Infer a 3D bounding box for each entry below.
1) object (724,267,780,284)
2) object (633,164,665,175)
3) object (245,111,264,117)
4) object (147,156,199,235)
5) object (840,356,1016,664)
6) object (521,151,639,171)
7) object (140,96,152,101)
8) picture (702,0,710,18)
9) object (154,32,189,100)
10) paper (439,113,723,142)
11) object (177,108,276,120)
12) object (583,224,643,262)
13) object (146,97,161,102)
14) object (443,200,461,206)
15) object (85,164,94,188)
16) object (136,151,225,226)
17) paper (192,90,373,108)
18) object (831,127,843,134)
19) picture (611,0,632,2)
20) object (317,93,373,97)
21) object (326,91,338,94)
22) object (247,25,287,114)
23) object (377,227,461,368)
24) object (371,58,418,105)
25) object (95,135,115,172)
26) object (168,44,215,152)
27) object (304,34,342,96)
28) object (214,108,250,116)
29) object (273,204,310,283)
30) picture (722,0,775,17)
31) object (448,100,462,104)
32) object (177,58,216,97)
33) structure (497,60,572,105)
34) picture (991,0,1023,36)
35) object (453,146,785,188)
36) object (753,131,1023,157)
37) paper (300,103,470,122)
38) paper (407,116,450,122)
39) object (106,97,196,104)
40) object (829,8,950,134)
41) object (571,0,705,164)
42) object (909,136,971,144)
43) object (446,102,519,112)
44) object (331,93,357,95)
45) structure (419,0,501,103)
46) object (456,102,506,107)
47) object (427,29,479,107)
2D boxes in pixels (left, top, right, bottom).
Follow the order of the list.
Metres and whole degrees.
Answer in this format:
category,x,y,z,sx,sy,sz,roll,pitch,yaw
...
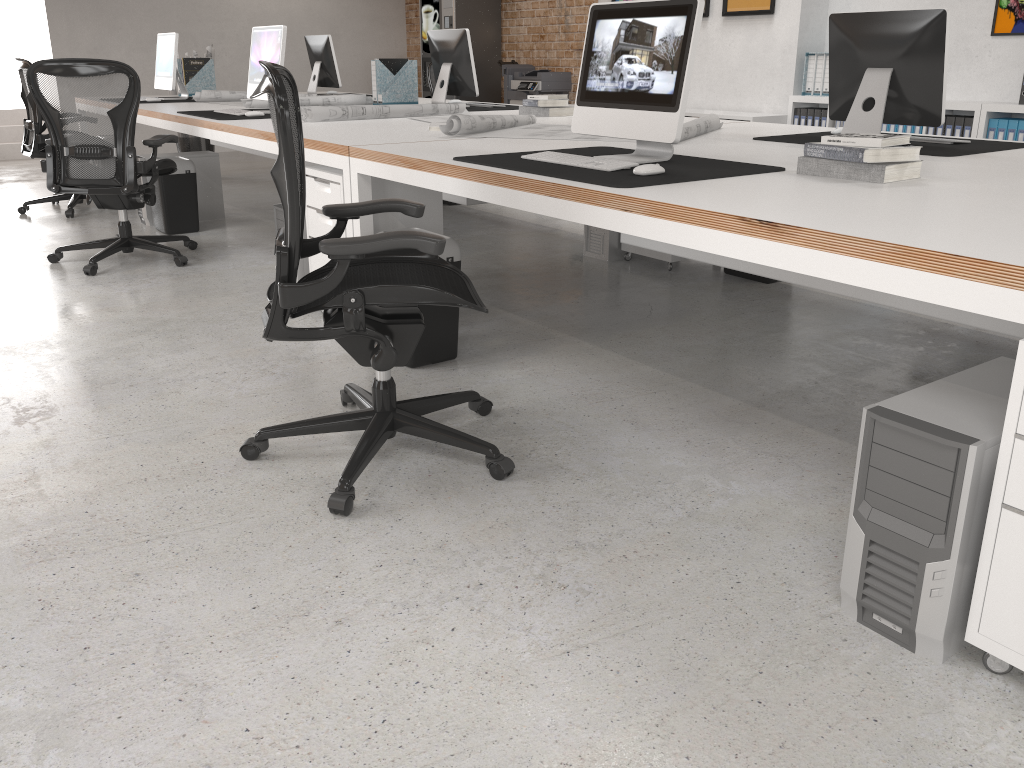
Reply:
category,x,y,z,sx,sy,sz,roll,pitch,yaw
object,1.289,-0.781,4.562,0.252,0.459,0.342,-13,23,-34
object,0.389,-0.607,2.501,0.107,0.028,0.059,-15,25,-35
object,-1.421,-1.493,4.892,0.107,0.028,0.059,-15,25,-35
object,-2.209,-1.229,5.763,0.252,0.459,0.342,-13,23,-34
object,0.947,0.237,1.829,0.544,0.448,0.223,-14,23,-34
object,0.203,-0.696,2.760,0.119,0.017,0.443,-14,24,-33
object,-2.810,-2.172,6.741,0.119,0.017,0.443,-14,24,-33
picture,1.538,-3.537,7.727,0.042,0.643,0.530,-12,22,-33
object,-2.615,-2.429,6.775,0.190,0.478,0.488,-13,23,-33
paper,0.350,-1.161,3.956,1.076,0.104,0.989,7,21,17
object,-1.507,-1.587,5.201,0.691,0.008,0.857,-14,24,-33
object,0.694,-0.982,5.122,0.546,0.448,0.223,-14,23,-34
object,-2.625,-2.083,6.482,0.107,0.028,0.059,-13,24,-32
object,-0.480,-1.647,6.899,0.252,0.459,0.342,-13,23,-34
object,-3.596,-1.894,7.620,0.551,0.423,0.270,-14,23,-35
object,-2.313,-1.361,6.136,0.544,0.448,0.223,-14,23,-34
paper,-1.649,-2.053,6.362,0.981,0.104,1.085,-15,25,-36
object,1.416,-1.093,3.818,0.107,0.028,0.059,-13,24,-32
picture,1.125,-3.740,8.273,0.042,0.643,0.530,-12,22,-33
object,-1.525,-2.447,7.525,0.690,0.008,0.857,-13,24,-32
object,-1.583,-2.562,7.781,0.107,0.028,0.059,-15,25,-35
object,-1.411,-1.839,5.184,0.190,0.478,0.488,-13,23,-33
object,-0.376,-0.331,3.341,0.252,0.459,0.342,-13,23,-34
object,-0.812,-2.094,6.141,0.282,0.308,0.152,-13,23,-34
object,-3.328,-1.825,7.370,0.252,0.459,0.342,-13,23,-34
object,-2.921,-2.493,8.147,0.442,1.192,0.417,11,21,30
object,-1.592,-2.641,7.351,0.190,0.478,0.488,-13,23,-33
object,-1.607,-1.582,5.151,0.119,0.017,0.443,-14,24,-33
object,-0.814,-0.626,4.155,0.544,0.448,0.223,-14,23,-34
picture,1.942,-3.339,7.193,0.042,0.643,0.530,-12,22,-33
object,-0.401,-1.983,6.219,0.107,0.028,0.059,-15,25,-35
object,-2.685,-2.608,7.525,0.282,0.308,0.152,-13,23,-34
structure,0.207,-2.873,9.374,0.506,1.042,1.068,-13,23,-33
picture,3.469,-2.641,5.820,0.018,0.652,0.538,-12,22,-33
object,0.314,-0.696,2.796,0.691,0.008,0.857,-14,24,-33
object,1.503,-0.963,3.524,0.691,0.008,0.857,-14,25,-34
paper,-0.665,-1.510,4.893,1.142,0.081,0.083,-17,25,-38
paper,-0.287,-1.428,4.766,0.486,0.001,0.434,-10,23,-26
object,-2.715,-2.179,6.797,0.691,0.008,0.857,-14,24,-33
object,1.407,-1.171,3.388,0.190,0.478,0.488,-13,23,-33
object,0.399,-0.952,2.793,0.190,0.478,0.488,-13,23,-33
object,1.602,-0.991,3.563,0.119,0.017,0.443,-14,24,-33
object,-0.309,-1.851,5.918,0.690,0.008,0.857,-13,24,-32
object,-1.397,-2.461,7.526,0.119,0.017,0.443,-14,24,-33
structure,-0.599,-3.557,10.154,0.641,1.783,0.757,-13,22,-34
object,-0.215,-1.882,5.964,0.119,0.017,0.443,-14,24,-33
object,-0.411,-2.062,5.789,0.190,0.478,0.488,-13,23,-33
